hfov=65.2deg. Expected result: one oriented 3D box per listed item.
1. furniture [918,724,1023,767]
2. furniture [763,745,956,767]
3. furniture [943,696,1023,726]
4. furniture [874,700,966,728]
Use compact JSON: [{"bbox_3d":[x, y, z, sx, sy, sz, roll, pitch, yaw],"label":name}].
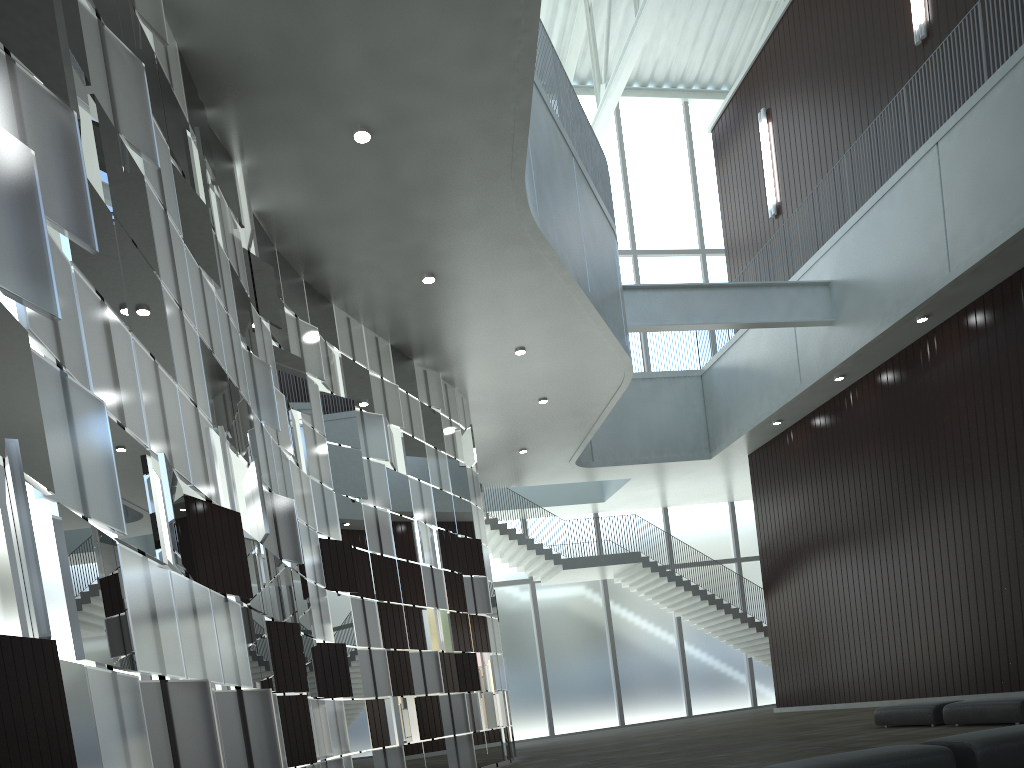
[{"bbox_3d":[12.565,9.193,20.115,3.962,1.046,2.303,-3,-18,-13],"label":"furniture"},{"bbox_3d":[8.187,9.396,19.170,3.962,1.046,2.303,-3,-18,-13],"label":"furniture"},{"bbox_3d":[20.017,13.432,32.855,2.102,1.024,4.352,-4,-21,-14],"label":"furniture"},{"bbox_3d":[19.040,15.384,37.272,2.102,1.024,4.352,-4,-21,-14],"label":"furniture"}]
